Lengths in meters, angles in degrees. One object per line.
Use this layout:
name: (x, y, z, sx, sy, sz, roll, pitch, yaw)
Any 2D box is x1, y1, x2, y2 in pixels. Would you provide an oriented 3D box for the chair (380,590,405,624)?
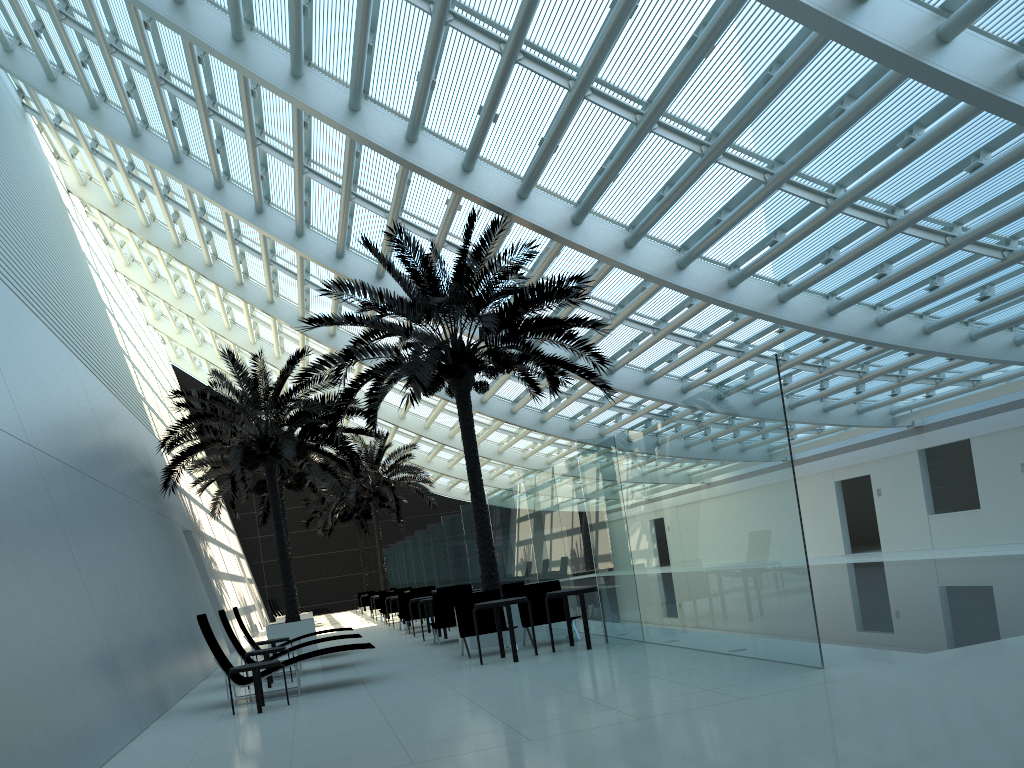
chair: (-3.327, 6.393, 24.996, 0.712, 0.873, 0.908, -7, -7, -14)

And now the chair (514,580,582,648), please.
chair: (0.535, 3.309, 12.612, 0.712, 0.873, 0.908, -7, -7, -14)

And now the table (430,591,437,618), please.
table: (-1.762, 5.715, 22.505, 0.690, 0.768, 0.680, -11, -6, 28)

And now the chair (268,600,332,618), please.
chair: (-7.261, 7.841, 30.004, 2.026, 1.139, 0.942, -6, -6, -14)

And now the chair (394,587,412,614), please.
chair: (-3.715, 7.608, 30.682, 0.712, 0.873, 0.908, -7, -7, -14)

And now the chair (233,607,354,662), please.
chair: (-3.991, 4.533, 16.100, 2.026, 1.139, 0.942, -6, -6, -14)

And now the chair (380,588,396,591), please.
chair: (-5.026, 8.935, 36.257, 0.712, 0.873, 0.908, -7, -7, -14)

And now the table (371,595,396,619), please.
table: (-4.317, 7.452, 29.210, 0.689, 0.768, 0.682, -11, -6, 24)

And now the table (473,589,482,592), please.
table: (-0.792, 4.741, 18.416, 0.689, 0.768, 0.682, -11, -6, 24)

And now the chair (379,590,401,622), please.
chair: (-3.704, 6.787, 26.662, 0.712, 0.873, 0.908, -7, -7, -14)

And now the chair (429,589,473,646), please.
chair: (-1.069, 4.122, 15.460, 0.712, 0.873, 0.908, -7, -7, -14)

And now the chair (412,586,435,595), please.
chair: (-2.429, 6.307, 25.214, 0.712, 0.873, 0.908, -7, -7, -14)

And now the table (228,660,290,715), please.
table: (-2.860, 3.418, 9.826, 0.562, 0.508, 0.555, -12, -8, 28)

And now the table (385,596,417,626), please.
table: (-3.025, 6.145, 23.717, 0.689, 0.768, 0.682, -11, -6, 24)

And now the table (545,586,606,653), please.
table: (0.843, 3.088, 11.466, 0.692, 0.768, 0.679, -12, -7, 33)

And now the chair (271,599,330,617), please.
chair: (-7.853, 8.440, 32.523, 2.026, 1.139, 0.942, -6, -6, -14)

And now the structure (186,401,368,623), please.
structure: (-6.651, 3.815, 24.711, 4.334, 6.784, 4.655, -10, -5, 19)

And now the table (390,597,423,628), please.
table: (-2.696, 5.804, 22.279, 0.690, 0.768, 0.680, -11, -6, 28)

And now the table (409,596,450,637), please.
table: (-1.725, 4.830, 18.190, 0.689, 0.768, 0.682, -11, -6, 24)

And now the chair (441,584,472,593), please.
chair: (-1.126, 4.990, 19.675, 0.712, 0.873, 0.908, -7, -7, -14)

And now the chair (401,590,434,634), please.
chair: (-2.024, 5.075, 19.457, 0.712, 0.873, 0.908, -7, -7, -14)

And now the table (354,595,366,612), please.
table: (-6.593, 9.747, 38.850, 0.692, 0.768, 0.679, -12, -7, 33)

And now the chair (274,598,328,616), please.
chair: (-8.464, 9.059, 35.121, 2.026, 1.139, 0.942, -6, -6, -14)

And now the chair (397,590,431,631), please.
chair: (-2.404, 5.472, 21.135, 0.712, 0.873, 0.908, -7, -7, -14)

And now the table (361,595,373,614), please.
table: (-5.622, 8.772, 34.761, 0.689, 0.768, 0.682, -11, -6, 24)

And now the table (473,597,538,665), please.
table: (-0.091, 3.177, 11.240, 0.692, 0.768, 0.679, -12, -7, 33)

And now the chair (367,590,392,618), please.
chair: (-4.613, 7.694, 30.464, 0.712, 0.873, 0.908, -7, -7, -14)

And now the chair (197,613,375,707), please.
chair: (-2.806, 3.334, 11.061, 2.026, 1.139, 0.942, -6, -6, -14)

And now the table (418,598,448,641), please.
table: (-1.362, 4.454, 16.604, 0.690, 0.768, 0.680, -11, -6, 28)

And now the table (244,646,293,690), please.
table: (-3.453, 4.017, 12.345, 0.562, 0.508, 0.555, -12, -8, 28)

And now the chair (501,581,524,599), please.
chair: (-0.171, 4.037, 15.677, 0.712, 0.873, 0.908, -7, -7, -14)

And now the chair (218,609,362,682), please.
chair: (-3.399, 3.934, 13.580, 2.026, 1.139, 0.942, -6, -6, -14)

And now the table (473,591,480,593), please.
table: (-0.428, 4.365, 16.830, 0.690, 0.768, 0.680, -11, -6, 28)

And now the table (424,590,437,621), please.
table: (-2.091, 6.056, 23.943, 0.689, 0.768, 0.682, -11, -6, 24)

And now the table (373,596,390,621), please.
table: (-3.996, 7.119, 27.806, 0.690, 0.768, 0.680, -11, -6, 28)

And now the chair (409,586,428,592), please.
chair: (-2.806, 6.702, 26.879, 0.712, 0.873, 0.908, -7, -7, -14)

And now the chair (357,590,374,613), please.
chair: (-6.301, 9.414, 37.705, 0.712, 0.873, 0.908, -7, -7, -14)

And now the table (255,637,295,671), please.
table: (-4.045, 4.617, 14.865, 0.562, 0.508, 0.555, -12, -8, 28)

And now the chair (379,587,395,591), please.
chair: (-5.403, 9.329, 37.923, 0.712, 0.873, 0.908, -7, -7, -14)

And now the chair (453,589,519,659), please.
chair: (-0.363, 3.395, 12.395, 0.712, 0.873, 0.908, -7, -7, -14)

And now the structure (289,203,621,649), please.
structure: (-0.721, 0.714, 14.019, 4.834, 6.909, 4.501, -9, -4, 4)

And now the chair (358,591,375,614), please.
chair: (-5.924, 9.020, 36.039, 0.712, 0.873, 0.908, -7, -7, -14)

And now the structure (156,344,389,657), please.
structure: (-5.067, 2.427, 18.881, 4.604, 6.725, 4.380, -5, -5, -36)

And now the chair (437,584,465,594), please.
chair: (-1.506, 5.387, 21.353, 0.712, 0.873, 0.908, -7, -7, -14)

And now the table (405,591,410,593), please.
table: (-3.062, 7.030, 28.032, 0.690, 0.768, 0.680, -11, -6, 28)

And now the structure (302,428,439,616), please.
structure: (-5.135, 5.176, 32.769, 4.788, 6.908, 4.544, -7, -4, -21)

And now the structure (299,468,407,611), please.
structure: (-6.986, 7.071, 40.753, 4.420, 6.907, 4.924, -5, -5, -36)
